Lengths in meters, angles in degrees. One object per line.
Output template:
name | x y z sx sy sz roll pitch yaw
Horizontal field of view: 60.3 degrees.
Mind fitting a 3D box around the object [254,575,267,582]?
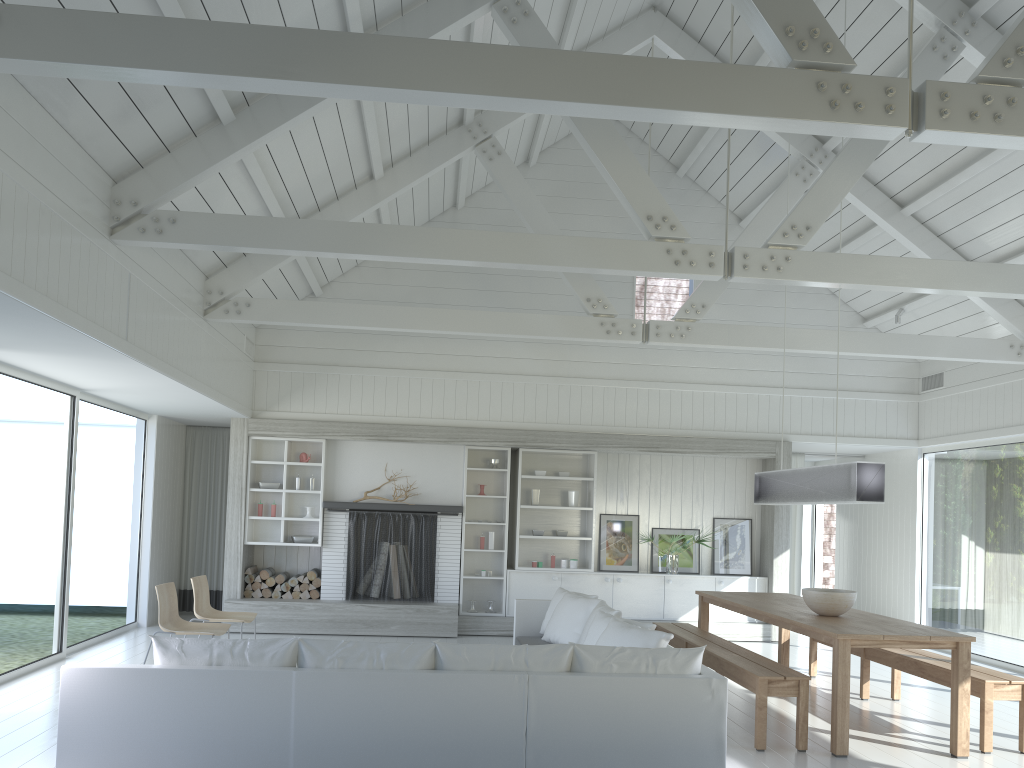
object | -2.958 2.277 10.399 0.080 0.079 0.481 3 -8 -6

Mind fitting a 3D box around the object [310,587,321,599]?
object | -2.319 2.475 10.465 0.110 0.110 0.498 3 -8 -6

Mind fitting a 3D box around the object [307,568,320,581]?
object | -2.353 2.259 10.469 0.110 0.110 0.498 3 -8 -6

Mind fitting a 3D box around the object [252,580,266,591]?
object | -2.975 2.369 10.407 0.109 0.109 0.498 3 -8 -6

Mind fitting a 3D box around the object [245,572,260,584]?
object | -3.056 2.281 10.403 0.109 0.109 0.498 3 -8 -6

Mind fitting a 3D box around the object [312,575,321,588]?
object | -2.292 2.342 10.471 0.109 0.109 0.498 3 -8 -6

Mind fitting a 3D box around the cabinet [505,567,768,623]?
cabinet | 1.493 2.586 10.827 3.182 0.548 0.658 3 -6 -5

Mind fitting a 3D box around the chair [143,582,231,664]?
chair | -2.518 1.950 6.834 0.555 0.777 0.599 2 -4 -5

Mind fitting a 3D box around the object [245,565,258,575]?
object | -3.068 2.189 10.392 0.080 0.079 0.481 3 -8 -6

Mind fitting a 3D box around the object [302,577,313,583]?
object | -2.418 2.303 10.447 0.080 0.079 0.481 3 -8 -6

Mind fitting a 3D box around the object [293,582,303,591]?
object | -2.519 2.393 10.435 0.080 0.079 0.481 3 -8 -6

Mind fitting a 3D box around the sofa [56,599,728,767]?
sofa | -0.749 2.013 6.661 3.477 0.734 4.165 3 -8 -5

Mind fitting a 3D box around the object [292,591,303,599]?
object | -2.525 2.487 10.453 0.108 0.105 0.518 3 -8 -6

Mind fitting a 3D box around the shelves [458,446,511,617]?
shelves | -0.344 1.780 10.710 0.541 1.991 0.607 2 -3 -5

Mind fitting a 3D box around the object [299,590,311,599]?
object | -2.424 2.488 10.470 0.134 0.146 0.552 2 -8 -5

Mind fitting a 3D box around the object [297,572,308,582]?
object | -2.481 2.289 10.442 0.086 0.091 0.482 3 -8 -6

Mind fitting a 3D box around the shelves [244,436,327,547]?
shelves | -2.629 1.272 10.387 0.866 1.234 0.551 2 -3 -5

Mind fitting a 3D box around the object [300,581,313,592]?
object | -2.434 2.395 10.456 0.109 0.109 0.498 3 -8 -6

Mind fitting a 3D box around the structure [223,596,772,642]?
structure | -0.119 2.857 10.978 6.351 0.345 1.896 3 -8 -5

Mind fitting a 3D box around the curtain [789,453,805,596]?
curtain | 3.508 2.094 12.055 1.006 2.360 0.117 2 -2 -5

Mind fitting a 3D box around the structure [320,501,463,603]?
structure | -1.431 2.082 10.583 1.617 1.281 0.864 3 -4 -5

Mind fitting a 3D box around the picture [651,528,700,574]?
picture | 2.023 2.062 10.889 0.609 0.551 0.054 3 -2 -5

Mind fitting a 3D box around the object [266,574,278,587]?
object | -2.819 2.322 10.423 0.109 0.109 0.498 3 -8 -6

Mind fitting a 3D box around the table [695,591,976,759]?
table | 2.313 2.157 6.941 0.906 0.758 2.970 2 -8 -5

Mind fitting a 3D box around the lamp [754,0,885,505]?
lamp | 2.419 -1.165 7.007 0.200 4.224 1.916 2 -3 -5

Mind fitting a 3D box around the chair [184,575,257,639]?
chair | -2.533 2.064 7.616 0.555 0.777 0.599 2 -4 -5

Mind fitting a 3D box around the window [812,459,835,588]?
window | 4.808 2.373 13.479 0.038 2.417 0.950 2 -3 -5

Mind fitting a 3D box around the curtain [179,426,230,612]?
curtain | -3.895 1.718 11.246 0.630 2.360 0.117 2 -2 -6

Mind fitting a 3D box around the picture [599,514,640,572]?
picture | 1.317 1.951 10.817 0.495 0.701 0.065 2 -2 -5

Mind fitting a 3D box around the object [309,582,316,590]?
object | -2.341 2.390 10.458 0.080 0.079 0.481 3 -8 -6

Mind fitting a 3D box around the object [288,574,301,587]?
object | -2.563 2.326 10.446 0.109 0.109 0.498 3 -8 -6

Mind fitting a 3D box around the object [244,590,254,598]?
object | -3.065 2.461 10.404 0.108 0.105 0.518 3 -8 -6

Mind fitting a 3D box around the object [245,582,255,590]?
object | -3.059 2.367 10.386 0.080 0.079 0.481 3 -8 -6

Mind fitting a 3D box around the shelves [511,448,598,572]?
shelves | 0.505 1.545 10.795 0.939 1.437 0.608 2 -3 -5

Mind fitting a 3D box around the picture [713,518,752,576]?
picture | 2.741 2.020 10.945 0.495 0.701 0.065 2 -2 -5

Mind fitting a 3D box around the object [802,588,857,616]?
object | 2.349 1.623 6.535 0.389 0.184 0.392 4 -7 -14

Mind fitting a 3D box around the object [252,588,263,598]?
object | -2.964 2.462 10.421 0.134 0.146 0.552 2 -8 -5

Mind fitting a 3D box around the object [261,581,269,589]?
object | -2.882 2.364 10.409 0.080 0.079 0.481 3 -8 -6

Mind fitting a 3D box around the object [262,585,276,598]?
object | -2.859 2.449 10.416 0.110 0.110 0.498 3 -8 -6

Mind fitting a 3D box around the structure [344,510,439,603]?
structure | -1.396 2.009 10.230 1.098 1.059 0.117 3 -2 -6

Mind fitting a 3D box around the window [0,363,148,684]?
window | -3.800 0.941 5.742 0.080 2.405 8.779 2 -8 -5

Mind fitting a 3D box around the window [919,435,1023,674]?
window | 5.512 1.227 5.473 0.080 2.405 11.010 2 -8 -5
